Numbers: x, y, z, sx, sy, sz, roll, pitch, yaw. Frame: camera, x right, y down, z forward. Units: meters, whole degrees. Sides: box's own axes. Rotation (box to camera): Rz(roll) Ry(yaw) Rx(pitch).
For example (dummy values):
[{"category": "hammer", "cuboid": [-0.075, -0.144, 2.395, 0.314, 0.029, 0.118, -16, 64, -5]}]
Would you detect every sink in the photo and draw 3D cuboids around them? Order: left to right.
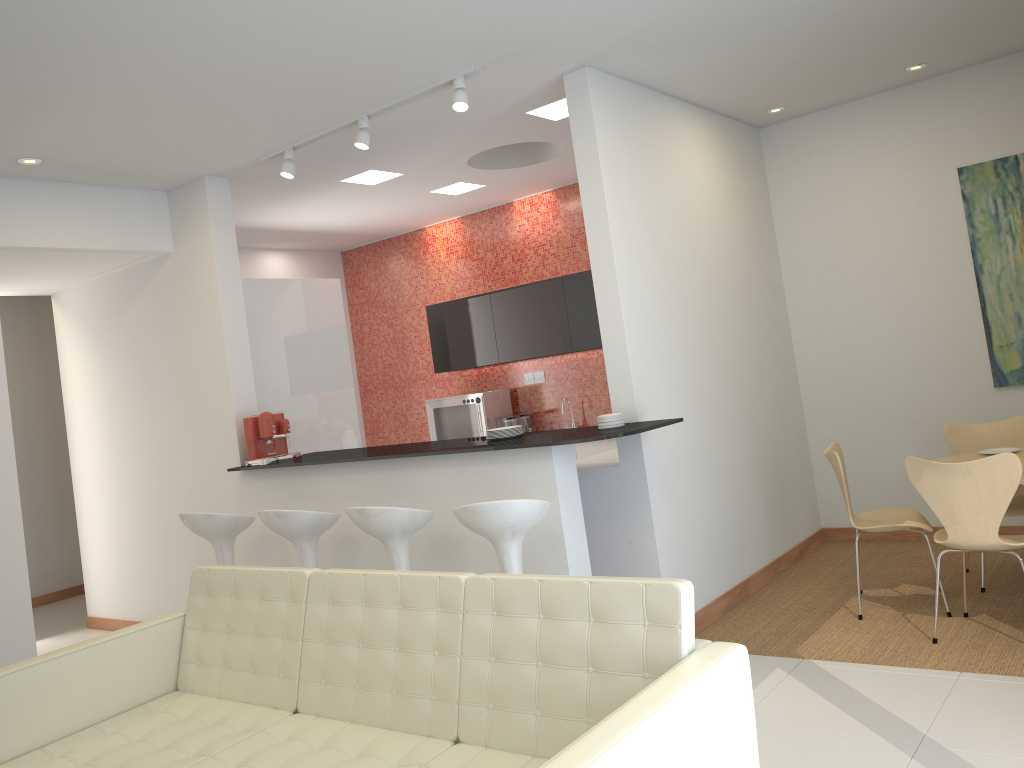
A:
[{"category": "sink", "cuboid": [0.474, 0.402, 7.778, 0.804, 0.539, 0.418, -9, -2, 37]}]

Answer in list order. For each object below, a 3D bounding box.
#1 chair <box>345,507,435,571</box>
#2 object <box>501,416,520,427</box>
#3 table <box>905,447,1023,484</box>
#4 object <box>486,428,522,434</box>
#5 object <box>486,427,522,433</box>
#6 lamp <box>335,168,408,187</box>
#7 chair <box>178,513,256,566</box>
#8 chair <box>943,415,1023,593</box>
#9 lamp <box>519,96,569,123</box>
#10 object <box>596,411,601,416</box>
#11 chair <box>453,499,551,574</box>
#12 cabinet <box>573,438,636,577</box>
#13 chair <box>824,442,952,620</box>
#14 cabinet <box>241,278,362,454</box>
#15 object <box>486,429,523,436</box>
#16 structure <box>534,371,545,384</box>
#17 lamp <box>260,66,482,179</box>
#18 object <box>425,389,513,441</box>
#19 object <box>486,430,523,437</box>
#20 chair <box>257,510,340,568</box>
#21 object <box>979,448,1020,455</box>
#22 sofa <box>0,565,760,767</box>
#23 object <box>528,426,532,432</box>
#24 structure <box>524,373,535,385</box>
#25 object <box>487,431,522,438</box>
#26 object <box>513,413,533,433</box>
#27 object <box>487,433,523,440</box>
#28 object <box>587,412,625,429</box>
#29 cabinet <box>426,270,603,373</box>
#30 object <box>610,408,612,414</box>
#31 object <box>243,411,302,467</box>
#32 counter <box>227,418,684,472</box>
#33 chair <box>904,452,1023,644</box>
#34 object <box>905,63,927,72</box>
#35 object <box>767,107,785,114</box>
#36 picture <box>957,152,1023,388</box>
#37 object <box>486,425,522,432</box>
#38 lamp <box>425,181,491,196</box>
[{"category": "chair", "cuboid": [-0.556, 1.095, 4.536, 0.466, 1.024, 0.454, -6, -3, -41]}, {"category": "object", "cuboid": [0.002, 0.406, 8.035, 0.172, 0.216, 0.171, -7, -2, -34]}, {"category": "table", "cuboid": [3.195, 0.716, 4.358, 2.251, 0.731, 1.283, -8, 0, 38]}, {"category": "object", "cuboid": [-0.044, 0.272, 5.025, 0.210, 0.015, 0.209, -8, 0, -9]}, {"category": "object", "cuboid": [-0.045, 0.265, 5.026, 0.210, 0.015, 0.209, -8, 0, -9]}, {"category": "lamp", "cuboid": [-1.065, -1.584, 6.730, 0.406, 0.034, 0.409, -8, 0, 38]}, {"category": "chair", "cuboid": [-1.751, 1.258, 5.458, 0.466, 1.024, 0.454, -6, -3, -41]}, {"category": "chair", "cuboid": [2.869, 0.669, 5.123, 0.520, 0.909, 0.516, -9, -2, 17]}, {"category": "lamp", "cuboid": [0.321, -1.773, 5.661, 0.406, 0.034, 0.409, -8, 0, 38]}, {"category": "object", "cuboid": [0.775, 0.309, 7.410, 0.011, 0.178, 0.163, -6, -3, -39]}, {"category": "chair", "cuboid": [0.020, 1.017, 4.095, 0.455, 1.024, 0.465, -9, -3, 23]}, {"category": "cabinet", "cuboid": [0.115, 1.004, 6.830, 3.320, 0.987, 2.501, -8, 0, 37]}, {"category": "chair", "cuboid": [2.080, 0.782, 4.951, 0.514, 0.909, 0.522, -9, -2, 22]}, {"category": "cabinet", "cuboid": [-2.160, 0.546, 7.081, 1.629, 2.531, 1.059, -10, -3, 37]}, {"category": "object", "cuboid": [-0.043, 0.278, 5.025, 0.210, 0.015, 0.209, -8, 0, -9]}, {"category": "structure", "cuboid": [0.255, -0.061, 8.223, 0.113, 0.105, 0.008, -9, -3, 37]}, {"category": "lamp", "cuboid": [-0.895, -1.483, 5.233, 1.813, 0.200, 0.112, -8, -2, 37]}, {"category": "object", "cuboid": [-0.405, 0.335, 8.403, 0.719, 0.472, 0.436, -9, -1, 37]}, {"category": "object", "cuboid": [-0.042, 0.285, 5.024, 0.210, 0.015, 0.209, -8, 0, -9]}, {"category": "chair", "cuboid": [-1.129, 1.174, 4.978, 0.466, 1.024, 0.454, -6, -3, -41]}, {"category": "object", "cuboid": [2.804, 0.390, 5.095, 0.211, 0.015, 0.209, -8, 0, -31]}, {"category": "sofa", "cuboid": [-0.621, 1.156, 2.789, 2.553, 0.925, 1.003, -8, -1, 37]}, {"category": "object", "cuboid": [0.169, 0.433, 8.105, 0.037, 0.093, 0.037, -10, -3, 37]}, {"category": "structure", "cuboid": [0.161, -0.048, 8.292, 0.113, 0.105, 0.013, -9, -3, 37]}, {"category": "object", "cuboid": [-0.041, 0.292, 5.024, 0.210, 0.015, 0.209, -8, 0, -9]}, {"category": "object", "cuboid": [0.111, 0.389, 8.244, 0.172, 0.216, 0.171, -7, -2, -34]}, {"category": "object", "cuboid": [-0.040, 0.299, 5.024, 0.210, 0.015, 0.209, -8, 0, -9]}, {"category": "object", "cuboid": [0.507, 0.180, 4.711, 0.172, 0.098, 0.140, -8, -1, 30]}, {"category": "cabinet", "cuboid": [0.580, -0.616, 7.726, 3.227, 0.661, 0.353, -8, -2, 37]}, {"category": "object", "cuboid": [0.837, 0.299, 7.420, 0.009, 0.196, 0.139, -8, -2, 7]}, {"category": "object", "cuboid": [-1.537, 0.341, 5.801, 0.319, 0.338, 0.321, -9, -2, 38]}, {"category": "counter", "cuboid": [-0.490, 0.377, 5.220, 2.950, 0.019, 0.738, -8, 0, 37]}, {"category": "chair", "cuboid": [2.280, 0.758, 4.246, 0.517, 0.909, 0.518, -6, -3, -45]}, {"category": "object", "cuboid": [2.659, -2.083, 5.828, 0.129, 0.010, 0.129, -8, 0, -7]}, {"category": "object", "cuboid": [1.909, -1.981, 6.407, 0.129, 0.010, 0.129, -8, 0, -7]}, {"category": "picture", "cuboid": [3.812, -0.813, 5.454, 1.730, 1.511, 0.020, -9, -3, 37]}, {"category": "object", "cuboid": [-0.046, 0.258, 5.026, 0.210, 0.015, 0.209, -8, 0, -9]}, {"category": "lamp", "cuboid": [-0.462, -1.674, 7.522, 0.406, 0.034, 0.409, -8, 0, 38]}]
